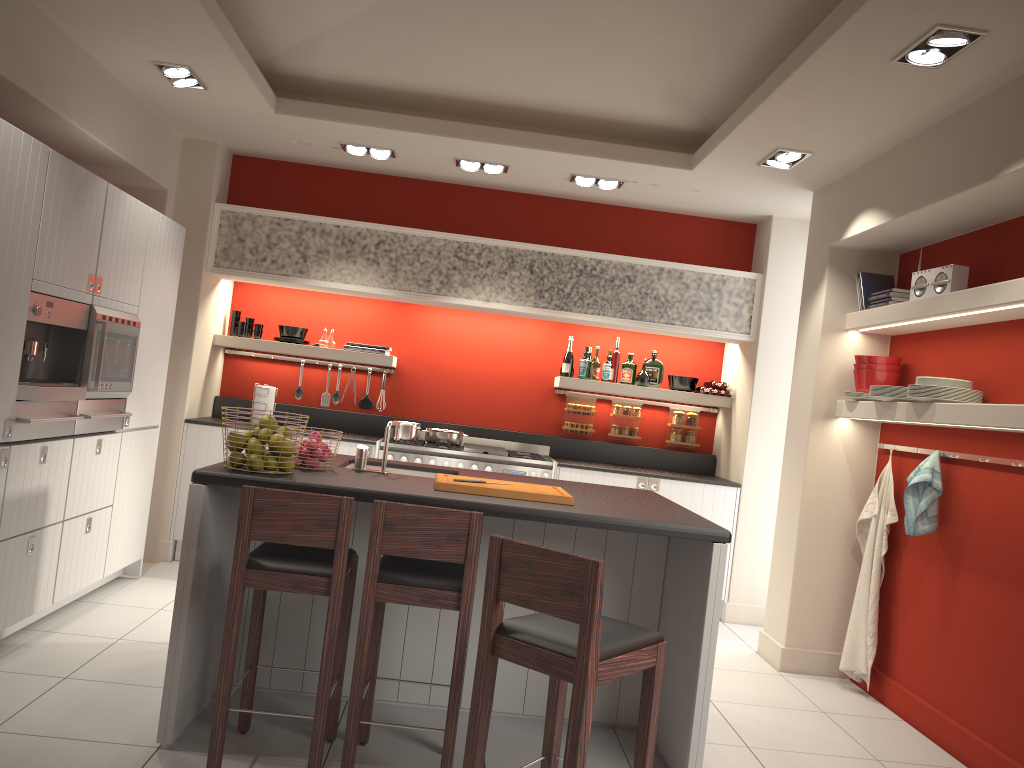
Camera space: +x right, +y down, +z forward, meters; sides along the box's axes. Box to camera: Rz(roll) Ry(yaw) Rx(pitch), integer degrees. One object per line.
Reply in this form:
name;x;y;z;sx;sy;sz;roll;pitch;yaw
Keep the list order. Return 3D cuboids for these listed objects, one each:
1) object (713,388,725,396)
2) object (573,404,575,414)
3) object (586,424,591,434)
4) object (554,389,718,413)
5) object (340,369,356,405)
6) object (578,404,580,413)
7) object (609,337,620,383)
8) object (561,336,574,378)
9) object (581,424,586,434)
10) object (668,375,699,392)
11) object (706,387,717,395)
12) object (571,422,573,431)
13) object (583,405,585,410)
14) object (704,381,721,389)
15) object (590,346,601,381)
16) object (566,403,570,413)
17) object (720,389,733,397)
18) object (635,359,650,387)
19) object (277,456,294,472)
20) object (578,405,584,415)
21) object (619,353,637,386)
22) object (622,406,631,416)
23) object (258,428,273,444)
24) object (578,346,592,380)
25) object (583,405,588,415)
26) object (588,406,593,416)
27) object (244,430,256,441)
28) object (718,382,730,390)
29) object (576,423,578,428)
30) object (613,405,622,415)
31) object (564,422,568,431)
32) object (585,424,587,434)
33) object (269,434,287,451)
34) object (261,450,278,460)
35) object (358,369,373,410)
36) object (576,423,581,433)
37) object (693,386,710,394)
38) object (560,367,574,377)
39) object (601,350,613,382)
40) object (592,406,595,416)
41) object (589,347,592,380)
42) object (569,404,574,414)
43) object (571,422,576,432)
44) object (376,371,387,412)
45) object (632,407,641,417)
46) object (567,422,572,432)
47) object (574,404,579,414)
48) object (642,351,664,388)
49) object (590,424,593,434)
object;1.635;0.066;7.090;0.061;0.061;0.366;7;-1;-3
object;0.498;0.200;7.177;0.034;0.078;0.034;7;-1;18
object;0.616;0.363;7.143;0.034;0.078;0.034;7;-1;18
object;1.017;0.141;7.269;1.355;0.034;0.048;7;-1;-3
object;-1.298;0.015;7.117;0.124;0.297;0.009;7;-1;-3
object;0.537;0.205;7.179;0.034;0.078;0.034;7;-1;18
object;0.812;-0.188;7.052;0.062;0.366;0.210;7;-1;-4
object;0.449;-0.215;6.986;0.083;0.331;0.083;8;-1;-32
object;0.577;0.358;7.141;0.034;0.078;0.034;7;-1;18
object;1.373;0.004;7.149;0.251;0.121;0.251;7;-1;-21
object;1.573;0.058;7.065;0.062;0.062;0.366;7;-1;-3
object;0.480;0.347;7.174;0.034;0.078;0.034;7;-1;18
object;0.577;0.209;7.181;0.034;0.078;0.034;7;-1;18
object;1.610;0.008;7.091;0.062;0.062;0.366;7;-1;-3
object;0.669;-0.162;7.083;0.080;0.278;0.080;7;-1;0
object;0.459;0.195;7.175;0.034;0.078;0.034;7;-1;18
object;1.698;0.073;7.074;0.061;0.061;0.366;7;-1;-3
object;1.037;-0.092;6.986;0.113;0.226;0.113;7;-1;8
object;-0.901;0.315;3.519;0.068;0.068;0.068;7;-1;8
object;0.556;0.206;7.142;0.034;0.078;0.034;7;-1;18
object;0.938;-0.118;7.107;0.112;0.260;0.071;6;-1;26
object;0.932;0.222;7.186;0.068;0.088;0.068;7;-1;18
object;-0.969;0.204;3.487;0.057;0.061;0.062;7;-1;12
object;0.579;-0.166;6.971;0.094;0.264;0.094;7;-1;-14
object;0.595;0.211;7.144;0.034;0.078;0.034;7;-1;18
object;0.634;0.216;7.146;0.034;0.078;0.034;7;-1;18
object;-1.045;0.214;3.517;0.057;0.061;0.062;7;-1;12
object;1.673;0.016;7.071;0.062;0.062;0.366;7;-1;-3
object;0.519;0.352;7.176;0.034;0.078;0.034;7;-1;18
object;0.855;0.212;7.181;0.068;0.088;0.068;7;-1;18
object;0.442;0.342;7.172;0.034;0.078;0.034;7;-1;18
object;0.598;0.361;7.180;0.034;0.078;0.034;7;-1;18
object;-0.915;0.228;3.465;0.067;0.068;0.067;8;-1;-41
object;-0.968;0.300;3.572;0.086;0.079;0.084;6;-1;42
object;-1.161;0.040;7.143;0.123;0.331;0.040;7;-1;-3
object;0.539;0.353;7.138;0.034;0.078;0.034;7;-1;18
object;1.511;0.050;7.062;0.062;0.062;0.366;7;-1;-3
object;0.453;-0.160;7.171;0.113;0.226;0.113;6;-2;38
object;0.779;-0.138;7.143;0.094;0.263;0.094;8;-2;-37
object;0.655;0.219;7.186;0.034;0.078;0.034;7;-1;18
object;0.620;-0.164;7.168;0.083;0.277;0.083;7;-1;1
object;0.479;0.197;7.138;0.034;0.078;0.034;7;-1;18
object;0.500;0.349;7.136;0.034;0.078;0.034;7;-1;18
object;-1.040;0.060;7.131;0.069;0.328;0.069;7;-1;-26
object;1.010;0.231;7.190;0.068;0.088;0.068;7;-1;18
object;0.461;0.344;7.134;0.034;0.078;0.034;7;-1;18
object;0.518;0.202;7.140;0.034;0.078;0.034;7;-1;18
object;1.131;-0.116;7.128;0.186;0.303;0.057;6;-1;27
object;0.637;0.366;7.182;0.034;0.078;0.034;7;-1;18
